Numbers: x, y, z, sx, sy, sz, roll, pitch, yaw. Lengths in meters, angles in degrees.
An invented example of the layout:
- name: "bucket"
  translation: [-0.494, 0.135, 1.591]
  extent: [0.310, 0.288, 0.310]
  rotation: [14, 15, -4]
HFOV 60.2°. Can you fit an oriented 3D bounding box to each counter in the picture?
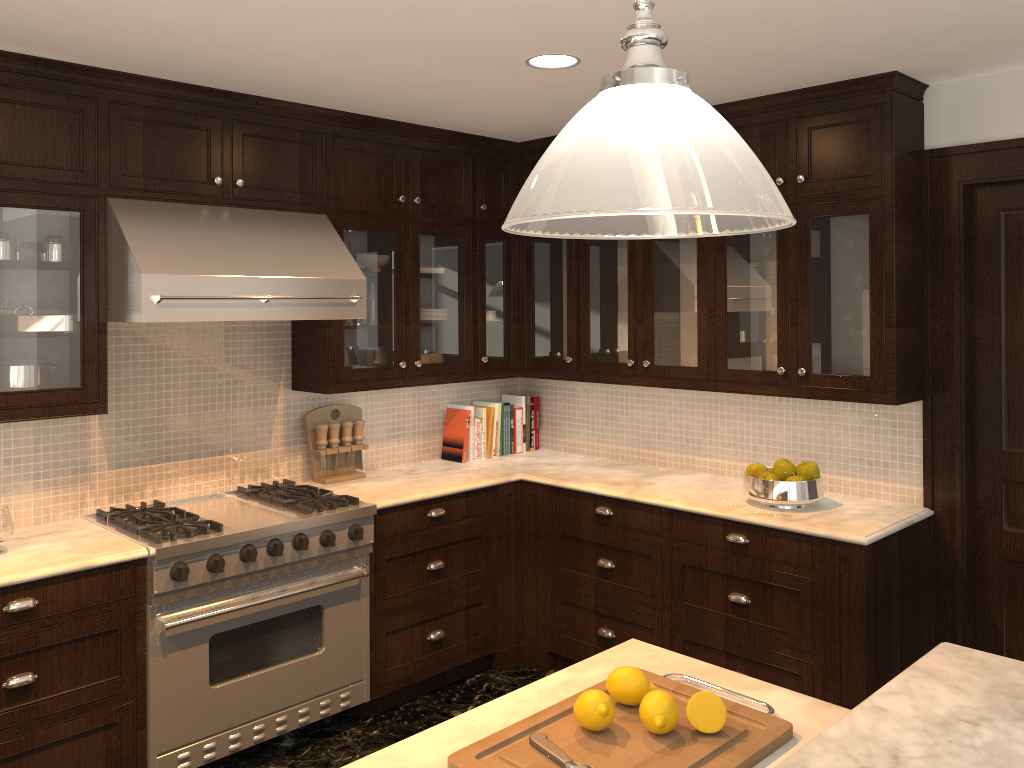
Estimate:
- name: "counter"
  translation: [-0.350, 0.763, 0.793]
  extent: [2.874, 0.032, 1.055]
  rotation: [-5, 7, -45]
- name: "counter"
  translation: [-0.090, 0.600, 0.542]
  extent: [2.860, 0.032, 0.328]
  rotation: [-5, 7, -45]
- name: "counter"
  translation: [-0.330, 0.553, 3.140]
  extent: [3.374, 0.032, 2.317]
  rotation: [-5, 7, -45]

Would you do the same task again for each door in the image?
- name: "door"
  translation: [2.113, 0.336, 3.172]
  extent: [0.109, 2.185, 0.864]
  rotation: [0, 0, -45]

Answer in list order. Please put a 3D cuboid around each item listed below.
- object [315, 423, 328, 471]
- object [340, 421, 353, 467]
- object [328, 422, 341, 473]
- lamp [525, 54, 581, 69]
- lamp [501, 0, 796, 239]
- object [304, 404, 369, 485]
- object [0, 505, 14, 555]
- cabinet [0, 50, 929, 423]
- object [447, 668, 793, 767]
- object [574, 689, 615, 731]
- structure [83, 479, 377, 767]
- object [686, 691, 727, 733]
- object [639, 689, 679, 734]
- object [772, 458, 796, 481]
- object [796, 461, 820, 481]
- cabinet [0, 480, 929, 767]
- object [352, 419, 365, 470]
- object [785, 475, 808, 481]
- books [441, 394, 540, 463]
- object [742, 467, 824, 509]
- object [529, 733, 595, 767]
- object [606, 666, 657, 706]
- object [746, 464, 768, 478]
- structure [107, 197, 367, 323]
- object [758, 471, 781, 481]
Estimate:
- name: "object"
  translation: [-0.877, 0.297, 4.074]
  extent: [0.061, 0.229, 0.061]
  rotation: [0, 0, 27]
- name: "object"
  translation: [-0.780, 0.286, 4.172]
  extent: [0.061, 0.226, 0.061]
  rotation: [0, 0, 15]
- name: "object"
  translation: [-0.831, 0.297, 4.121]
  extent: [0.061, 0.237, 0.061]
  rotation: [0, 0, 15]
- name: "lamp"
  translation: [0.146, -1.212, 3.142]
  extent: [0.197, 0.137, 0.198]
  rotation: [-1, 3, -10]
- name: "lamp"
  translation: [0.145, -0.563, 0.976]
  extent: [0.317, 0.783, 0.317]
  rotation: [-1, 1, -31]
- name: "object"
  translation: [-0.812, 0.275, 4.153]
  extent: [0.110, 0.349, 0.316]
  rotation: [0, 2, 45]
- name: "object"
  translation: [-1.725, 0.488, 2.945]
  extent: [0.112, 0.151, 0.112]
  rotation: [1, 2, 37]
- name: "cabinet"
  translation: [-0.338, -0.521, 3.150]
  extent: [3.373, 1.254, 2.309]
  rotation: [-5, 6, -45]
- name: "object"
  translation: [0.208, 0.660, 1.609]
  extent: [0.668, 0.021, 0.385]
  rotation: [-5, 7, -45]
- name: "object"
  translation: [0.154, 0.611, 1.653]
  extent: [0.082, 0.074, 0.079]
  rotation: [1, 3, 33]
- name: "structure"
  translation: [-1.106, 0.896, 3.508]
  extent: [0.907, 0.838, 0.719]
  rotation: [-3, 3, -45]
- name: "object"
  translation: [0.362, 0.610, 1.649]
  extent: [0.074, 0.069, 0.063]
  rotation: [0, 2, 8]
- name: "object"
  translation: [0.274, 0.609, 1.643]
  extent: [0.081, 0.072, 0.083]
  rotation: [-2, 3, -34]
- name: "object"
  translation: [1.102, 0.352, 3.568]
  extent: [0.095, 0.100, 0.091]
  rotation: [1, 2, 22]
- name: "object"
  translation: [1.185, 0.358, 3.537]
  extent: [0.093, 0.098, 0.091]
  rotation: [0, 2, 16]
- name: "cabinet"
  translation: [-0.327, 1.011, 3.137]
  extent: [3.374, 0.880, 2.317]
  rotation: [-5, 6, -45]
- name: "object"
  translation: [-0.733, 0.288, 4.219]
  extent: [0.061, 0.237, 0.061]
  rotation: [0, 0, 9]
- name: "object"
  translation: [1.130, 0.408, 3.501]
  extent: [0.091, 0.097, 0.092]
  rotation: [-1, 2, -15]
- name: "books"
  translation: [-0.114, 0.230, 4.840]
  extent: [0.194, 0.311, 0.604]
  rotation: [1, 4, 45]
- name: "object"
  translation: [1.098, 0.427, 3.586]
  extent: [0.318, 0.122, 0.319]
  rotation: [3, 6, 39]
- name: "object"
  translation: [0.133, 0.656, 1.480]
  extent: [0.042, 0.014, 0.331]
  rotation: [-3, 6, -34]
- name: "object"
  translation: [0.233, 0.600, 1.754]
  extent: [0.083, 0.072, 0.081]
  rotation: [-2, 3, -30]
- name: "object"
  translation: [0.999, 0.372, 3.598]
  extent: [0.091, 0.098, 0.093]
  rotation: [0, 2, 13]
- name: "structure"
  translation: [-1.133, -0.495, 3.534]
  extent: [0.932, 0.477, 0.640]
  rotation: [-4, 5, -45]
- name: "object"
  translation: [1.032, 0.397, 3.530]
  extent: [0.100, 0.097, 0.091]
  rotation: [-2, 3, -27]
